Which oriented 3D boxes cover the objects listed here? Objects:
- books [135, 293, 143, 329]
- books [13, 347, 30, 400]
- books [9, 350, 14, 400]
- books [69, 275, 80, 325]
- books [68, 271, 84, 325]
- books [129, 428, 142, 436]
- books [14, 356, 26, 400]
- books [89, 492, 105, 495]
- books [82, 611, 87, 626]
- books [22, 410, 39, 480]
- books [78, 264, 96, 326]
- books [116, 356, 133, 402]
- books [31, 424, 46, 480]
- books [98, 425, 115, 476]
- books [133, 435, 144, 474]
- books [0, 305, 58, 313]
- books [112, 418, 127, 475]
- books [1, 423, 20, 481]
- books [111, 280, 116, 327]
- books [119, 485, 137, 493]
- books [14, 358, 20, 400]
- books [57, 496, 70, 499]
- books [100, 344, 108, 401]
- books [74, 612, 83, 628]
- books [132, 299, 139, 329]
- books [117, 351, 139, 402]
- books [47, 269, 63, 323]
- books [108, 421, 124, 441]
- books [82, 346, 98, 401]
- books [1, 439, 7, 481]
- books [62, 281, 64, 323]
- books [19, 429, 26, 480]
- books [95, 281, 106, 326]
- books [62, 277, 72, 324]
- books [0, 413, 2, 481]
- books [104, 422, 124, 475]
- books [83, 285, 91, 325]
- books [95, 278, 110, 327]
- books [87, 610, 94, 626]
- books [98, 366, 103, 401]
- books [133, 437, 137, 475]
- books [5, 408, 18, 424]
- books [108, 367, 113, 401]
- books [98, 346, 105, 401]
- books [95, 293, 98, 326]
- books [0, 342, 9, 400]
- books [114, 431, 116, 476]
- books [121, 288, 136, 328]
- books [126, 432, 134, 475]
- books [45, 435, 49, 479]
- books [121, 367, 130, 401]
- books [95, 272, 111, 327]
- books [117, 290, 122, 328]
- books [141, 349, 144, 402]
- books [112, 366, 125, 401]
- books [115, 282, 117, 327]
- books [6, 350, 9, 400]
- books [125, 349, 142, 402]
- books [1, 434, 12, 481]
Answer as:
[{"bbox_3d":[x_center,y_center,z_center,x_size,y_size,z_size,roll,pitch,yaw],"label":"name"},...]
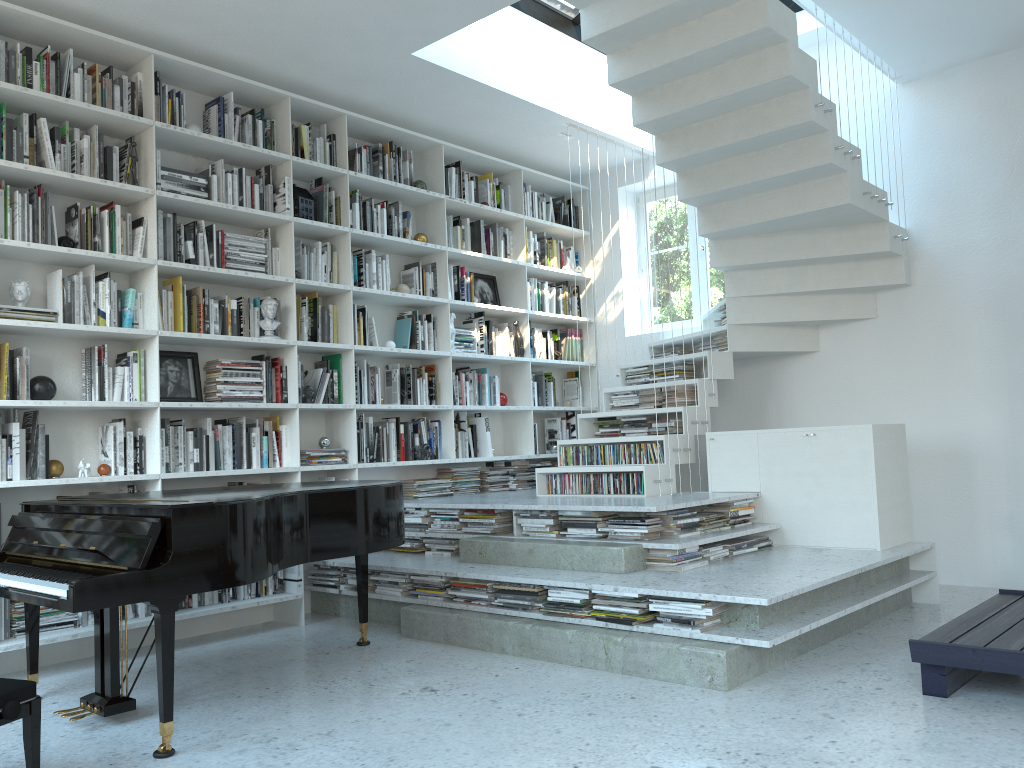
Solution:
[{"bbox_3d":[-1.997,-0.366,4.695,0.126,0.217,0.026,-6,-5,42],"label":"books"},{"bbox_3d":[-2.355,-0.039,4.255,0.144,0.265,0.028,-6,-5,42],"label":"books"},{"bbox_3d":[-2.406,-0.031,4.211,0.142,0.247,0.028,-6,-5,42],"label":"books"},{"bbox_3d":[-2.211,-0.400,4.446,0.151,0.267,0.022,-6,-5,42],"label":"books"},{"bbox_3d":[-2.191,-0.410,4.451,0.167,0.286,0.012,-6,-5,42],"label":"books"},{"bbox_3d":[-1.979,0.354,4.666,0.107,0.241,0.019,-6,-5,42],"label":"books"},{"bbox_3d":[-2.362,-0.016,4.223,0.175,0.216,0.028,-6,-5,42],"label":"books"},{"bbox_3d":[-2.095,0.694,4.481,0.134,0.294,0.025,-6,-5,42],"label":"books"},{"bbox_3d":[-2.142,1.053,4.373,0.144,0.265,0.031,-6,-5,42],"label":"books"},{"bbox_3d":[-2.317,0.294,4.238,0.166,0.328,0.050,-6,-5,42],"label":"books"},{"bbox_3d":[-2.158,-0.430,4.502,0.173,0.329,0.010,-6,-5,42],"label":"books"},{"bbox_3d":[-2.013,-0.017,4.608,0.171,0.244,0.012,-6,-5,42],"label":"books"},{"bbox_3d":[-2.289,0.328,4.263,0.163,0.261,0.027,-6,-5,42],"label":"books"},{"bbox_3d":[-2.071,0.342,4.528,0.161,0.254,0.012,-6,-5,42],"label":"books"},{"bbox_3d":[-1.973,0.372,4.631,0.158,0.201,0.024,-6,-5,42],"label":"books"},{"bbox_3d":[-2.366,-0.352,4.265,0.159,0.012,0.285,-6,-5,38],"label":"books"},{"bbox_3d":[-2.028,0.325,4.577,0.132,0.290,0.014,-6,-5,42],"label":"books"},{"bbox_3d":[-2.368,0.321,4.176,0.185,0.269,0.027,-6,-5,42],"label":"books"},{"bbox_3d":[-2.092,-0.393,4.565,0.170,0.259,0.023,-6,-5,42],"label":"books"},{"bbox_3d":[-1.979,0.683,4.578,0.173,0.320,0.013,-6,-5,42],"label":"books"},{"bbox_3d":[-2.377,-0.012,4.211,0.180,0.208,0.011,-6,-5,42],"label":"books"},{"bbox_3d":[-2.196,0.693,4.353,0.159,0.285,0.012,-6,-5,42],"label":"books"},{"bbox_3d":[-2.107,-0.046,4.528,0.166,0.298,0.012,-6,-5,42],"label":"books"},{"bbox_3d":[-2.145,1.057,4.347,0.161,0.254,0.012,-6,-5,42],"label":"books"},{"bbox_3d":[-2.012,-0.349,4.672,0.142,0.181,0.027,-6,-5,42],"label":"books"},{"bbox_3d":[-2.006,-0.028,4.628,0.178,0.269,0.027,-6,-5,42],"label":"books"},{"bbox_3d":[-2.259,-0.412,4.380,0.159,0.285,0.012,-6,-5,42],"label":"books"},{"bbox_3d":[-2.039,0.332,4.570,0.155,0.277,0.010,-6,-5,42],"label":"books"},{"bbox_3d":[-2.136,-0.041,4.489,0.159,0.285,0.012,-6,-5,42],"label":"books"},{"bbox_3d":[-2.404,0.357,4.144,0.157,0.196,0.024,-6,-5,42],"label":"books"},{"bbox_3d":[-2.261,-0.384,4.396,0.154,0.231,0.010,-6,-5,42],"label":"books"},{"bbox_3d":[-2.353,0.338,4.217,0.135,0.240,0.029,-6,-5,42],"label":"books"},{"bbox_3d":[-2.124,-0.388,4.529,0.170,0.247,0.028,-6,-5,42],"label":"books"},{"bbox_3d":[-2.234,-0.393,4.399,0.174,0.247,0.030,-6,-5,42],"label":"books"},{"bbox_3d":[-2.415,0.298,4.130,0.166,0.313,0.014,-6,-5,42],"label":"books"},{"bbox_3d":[-2.041,0.334,4.547,0.159,0.269,0.027,-6,-5,42],"label":"books"},{"bbox_3d":[-2.182,-0.377,4.483,0.149,0.224,0.048,-6,-5,42],"label":"books"},{"bbox_3d":[-2.104,-0.397,4.538,0.193,0.265,0.012,-6,-5,42],"label":"books"},{"bbox_3d":[-2.111,1.084,4.386,0.178,0.202,0.029,-6,-5,42],"label":"books"},{"bbox_3d":[-2.119,0.009,4.497,0.154,0.186,0.025,-6,-5,42],"label":"books"},{"bbox_3d":[-2.001,0.376,4.619,0.142,0.194,0.031,-6,-5,42],"label":"books"},{"bbox_3d":[-2.375,0.289,4.210,0.138,0.338,0.013,-6,-5,42],"label":"books"},{"bbox_3d":[-2.096,0.013,4.545,0.154,0.182,0.030,-6,-5,42],"label":"books"},{"bbox_3d":[-2.117,-0.042,4.522,0.156,0.291,0.011,-6,-5,42],"label":"books"},{"bbox_3d":[-2.155,-0.358,4.520,0.140,0.189,0.025,-6,-5,42],"label":"books"},{"bbox_3d":[-2.407,-0.048,4.157,0.190,0.274,0.026,-6,-5,42],"label":"books"},{"bbox_3d":[-2.067,0.357,4.542,0.148,0.225,0.015,-6,-5,42],"label":"books"},{"bbox_3d":[-2.029,-0.375,4.629,0.179,0.227,0.060,-6,-5,42],"label":"books"},{"bbox_3d":[-2.006,0.360,4.585,0.153,0.220,0.029,-6,-5,42],"label":"books"},{"bbox_3d":[-2.282,0.355,4.290,0.160,0.212,0.023,-6,-5,42],"label":"books"},{"bbox_3d":[-2.032,0.012,4.600,0.172,0.188,0.024,-6,-5,42],"label":"books"},{"bbox_3d":[-2.103,-0.414,4.553,0.178,0.300,0.011,-6,-5,42],"label":"books"},{"bbox_3d":[-2.075,-0.370,4.612,0.150,0.219,0.026,-6,-5,42],"label":"books"},{"bbox_3d":[-1.978,-0.034,4.650,0.162,0.281,0.021,-6,-5,42],"label":"books"},{"bbox_3d":[-2.056,0.010,4.567,0.156,0.188,0.057,-6,-5,42],"label":"books"},{"bbox_3d":[-2.092,-0.389,4.595,0.152,0.256,0.022,-6,-5,42],"label":"books"},{"bbox_3d":[-2.408,-0.031,4.185,0.153,0.243,0.014,-6,-5,42],"label":"books"},{"bbox_3d":[-1.986,-0.033,4.636,0.187,0.279,0.011,-6,-5,42],"label":"books"},{"bbox_3d":[-2.386,0.348,4.159,0.172,0.215,0.021,-6,-5,42],"label":"books"}]
